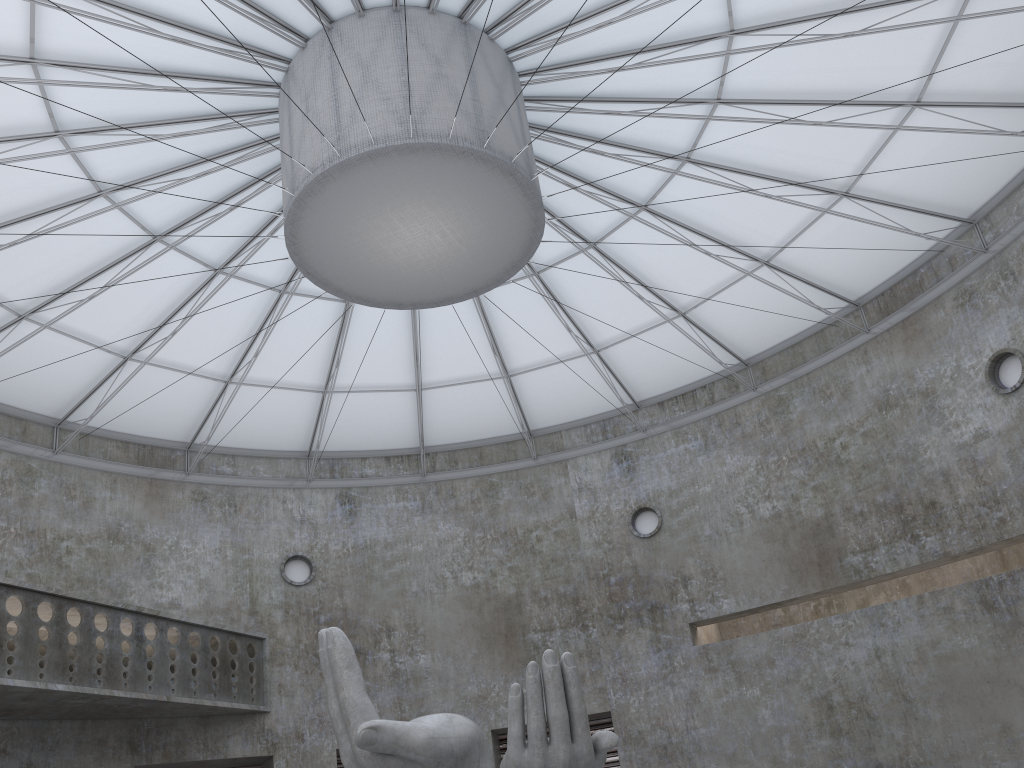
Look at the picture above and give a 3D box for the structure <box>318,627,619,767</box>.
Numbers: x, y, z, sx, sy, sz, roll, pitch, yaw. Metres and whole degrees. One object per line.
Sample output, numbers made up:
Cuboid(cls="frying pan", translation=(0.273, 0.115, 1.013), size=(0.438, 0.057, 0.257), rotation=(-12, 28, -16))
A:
Cuboid(cls="structure", translation=(1.332, 6.694, 17.271), size=(10.718, 5.597, 15.952), rotation=(1, -28, -19))
